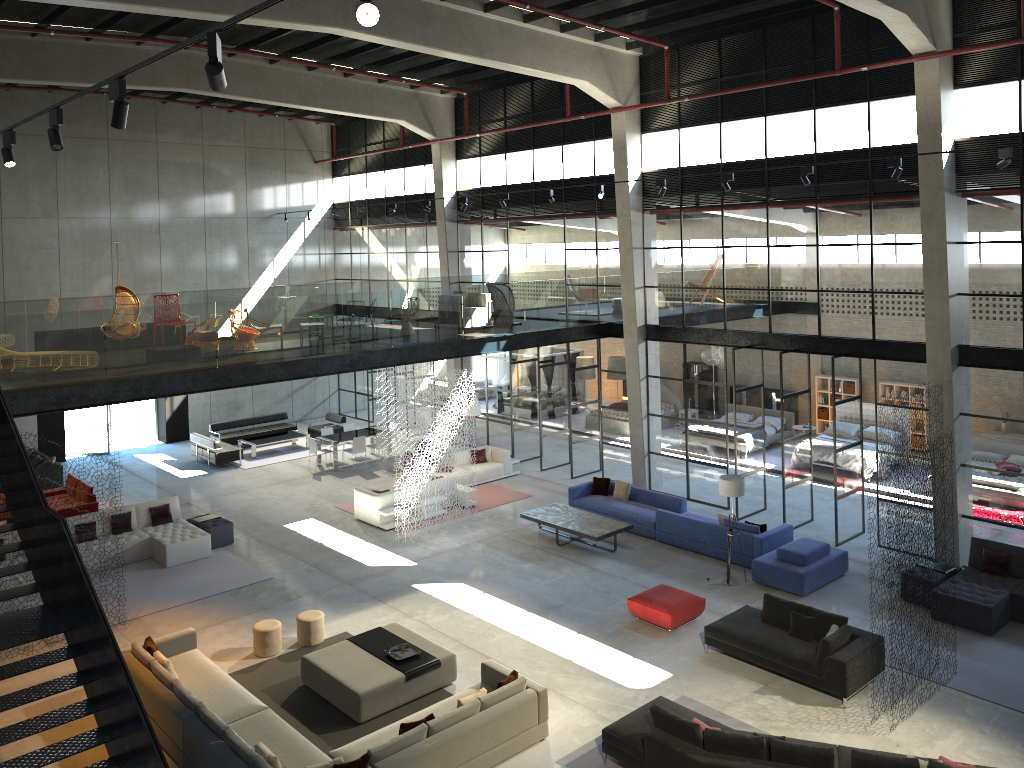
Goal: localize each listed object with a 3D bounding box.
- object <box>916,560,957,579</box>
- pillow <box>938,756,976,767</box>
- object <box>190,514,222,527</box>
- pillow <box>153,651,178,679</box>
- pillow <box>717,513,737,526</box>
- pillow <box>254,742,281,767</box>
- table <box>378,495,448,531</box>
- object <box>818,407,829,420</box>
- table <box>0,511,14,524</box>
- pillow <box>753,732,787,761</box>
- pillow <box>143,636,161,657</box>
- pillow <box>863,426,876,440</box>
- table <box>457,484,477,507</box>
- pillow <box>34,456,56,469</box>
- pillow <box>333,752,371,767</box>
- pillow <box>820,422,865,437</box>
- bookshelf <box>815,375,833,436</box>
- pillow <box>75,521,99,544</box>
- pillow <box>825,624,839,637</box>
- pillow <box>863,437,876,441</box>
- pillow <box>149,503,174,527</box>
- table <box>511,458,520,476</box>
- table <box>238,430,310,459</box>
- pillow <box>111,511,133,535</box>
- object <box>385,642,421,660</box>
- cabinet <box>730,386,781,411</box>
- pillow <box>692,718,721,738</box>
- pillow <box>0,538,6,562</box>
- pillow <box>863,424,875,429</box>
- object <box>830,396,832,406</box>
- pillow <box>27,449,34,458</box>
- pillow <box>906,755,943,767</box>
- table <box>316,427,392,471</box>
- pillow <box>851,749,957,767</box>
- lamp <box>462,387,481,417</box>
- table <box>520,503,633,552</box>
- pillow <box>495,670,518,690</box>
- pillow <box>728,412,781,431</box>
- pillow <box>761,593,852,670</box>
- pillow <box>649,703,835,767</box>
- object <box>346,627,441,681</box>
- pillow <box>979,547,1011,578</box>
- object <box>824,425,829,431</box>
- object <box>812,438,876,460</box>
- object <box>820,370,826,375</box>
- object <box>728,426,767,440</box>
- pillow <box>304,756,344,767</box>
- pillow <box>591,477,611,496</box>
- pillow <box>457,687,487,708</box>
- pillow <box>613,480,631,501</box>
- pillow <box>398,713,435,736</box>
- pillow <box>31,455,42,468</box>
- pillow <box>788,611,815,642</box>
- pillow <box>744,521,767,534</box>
[{"bbox_3d":[6.772,2.958,14.013,0.302,0.099,0.521,-8,11,-36],"label":"object"},{"bbox_3d":[4.315,3.758,8.486,0.337,0.286,0.251,2,6,35],"label":"pillow"},{"bbox_3d":[-6.121,2.729,17.568,0.301,0.099,0.522,6,12,43],"label":"object"},{"bbox_3d":[-4.346,3.586,11.023,0.208,0.380,0.403,-4,5,-43],"label":"pillow"},{"bbox_3d":[3.951,2.573,15.995,0.208,0.380,0.403,-4,5,-41],"label":"pillow"},{"bbox_3d":[-2.443,3.875,8.898,0.208,0.380,0.403,-4,5,-41],"label":"pillow"},{"bbox_3d":[-2.071,2.707,18.455,1.579,0.367,0.301,-9,8,-41],"label":"table"},{"bbox_3d":[9.007,0.851,25.187,0.325,0.296,0.325,-6,7,-42],"label":"object"},{"bbox_3d":[-10.746,2.923,18.329,0.917,0.421,0.914,-8,10,-41],"label":"table"},{"bbox_3d":[2.633,3.719,8.944,0.355,0.319,0.199,0,3,17],"label":"pillow"},{"bbox_3d":[-4.679,3.530,11.458,0.260,0.370,0.401,-3,5,-20],"label":"pillow"},{"bbox_3d":[9.066,1.241,21.537,0.696,0.290,0.983,-8,11,-39],"label":"pillow"},{"bbox_3d":[-1.279,2.476,19.769,0.302,0.367,1.206,-5,9,-41],"label":"table"},{"bbox_3d":[-11.787,2.088,22.066,0.548,0.375,0.644,-4,7,-20],"label":"pillow"},{"bbox_3d":[-1.619,3.885,8.729,0.401,0.370,0.260,-6,5,-38],"label":"pillow"},{"bbox_3d":[8.371,1.189,22.164,0.669,0.372,1.031,-7,10,-38],"label":"pillow"},{"bbox_3d":[9.274,0.687,24.901,0.331,1.752,1.243,-2,3,-42],"label":"bookshelf"},{"bbox_3d":[-7.980,2.791,16.457,0.386,0.333,0.219,-6,5,-39],"label":"pillow"},{"bbox_3d":[4.114,3.308,11.355,0.208,0.314,0.344,0,5,27],"label":"pillow"},{"bbox_3d":[9.129,1.327,21.585,0.720,0.329,0.963,-8,10,-40],"label":"pillow"},{"bbox_3d":[-6.945,2.597,17.378,0.416,0.343,0.236,-7,6,-43],"label":"pillow"},{"bbox_3d":[-0.213,2.062,22.184,0.302,0.367,0.905,-5,8,-41],"label":"table"},{"bbox_3d":[-6.829,1.731,25.224,1.814,0.406,0.904,-9,11,-41],"label":"table"},{"bbox_3d":[-7.507,2.678,16.886,0.408,0.375,0.192,-6,5,-42],"label":"pillow"},{"bbox_3d":[-1.438,3.538,11.573,0.388,0.036,0.388,-9,11,-38],"label":"object"},{"bbox_3d":[7.660,0.732,26.736,0.452,1.153,2.090,-3,6,-42],"label":"cabinet"},{"bbox_3d":[2.063,3.695,9.202,0.342,0.307,0.200,4,6,44],"label":"pillow"},{"bbox_3d":[-9.137,2.963,15.425,0.403,0.381,0.198,-6,5,-42],"label":"pillow"},{"bbox_3d":[8.662,1.159,22.297,0.492,0.321,1.057,-7,10,-41],"label":"pillow"},{"bbox_3d":[9.264,0.478,24.883,0.325,0.296,0.325,-6,7,-42],"label":"object"},{"bbox_3d":[-12.994,1.916,23.377,0.408,0.314,0.344,1,6,20],"label":"pillow"},{"bbox_3d":[4.007,3.762,8.526,0.341,0.299,0.222,1,4,22],"label":"pillow"},{"bbox_3d":[-4.253,1.733,23.690,1.813,0.754,0.904,-9,9,-41],"label":"table"},{"bbox_3d":[3.935,3.772,8.391,1.299,0.409,0.273,1,4,19],"label":"pillow"},{"bbox_3d":[-0.942,0.175,20.340,0.441,1.097,0.440,-3,2,-33],"label":"lamp"},{"bbox_3d":[1.237,2.825,17.071,1.033,0.397,2.072,-9,11,-41],"label":"table"},{"bbox_3d":[-0.096,3.596,10.290,0.259,0.370,0.402,0,6,27],"label":"pillow"},{"bbox_3d":[6.699,1.007,24.600,0.552,0.311,1.936,-8,11,-41],"label":"pillow"},{"bbox_3d":[4.009,3.244,11.695,0.743,0.416,1.598,-3,9,-12],"label":"pillow"},{"bbox_3d":[2.308,3.722,8.981,1.894,0.418,0.438,3,7,28],"label":"pillow"},{"bbox_3d":[-1.610,3.584,11.756,0.539,0.086,1.479,-9,12,-41],"label":"object"},{"bbox_3d":[7.561,2.797,13.735,0.237,0.343,0.415,-4,6,-41],"label":"pillow"},{"bbox_3d":[9.014,1.293,25.166,0.139,0.235,0.140,-2,3,-5],"label":"object"},{"bbox_3d":[7.943,1.745,21.155,0.655,0.655,2.291,-5,9,-38],"label":"object"},{"bbox_3d":[9.007,-0.331,25.350,0.053,0.150,0.234,-3,6,-44],"label":"object"},{"bbox_3d":[5.741,1.319,23.654,0.723,0.245,2.120,-9,11,-41],"label":"object"},{"bbox_3d":[-1.886,3.890,8.718,0.403,0.355,0.264,-4,5,-26],"label":"pillow"},{"bbox_3d":[1.905,2.190,18.758,0.398,0.370,0.261,1,4,27],"label":"pillow"},{"bbox_3d":[-0.475,3.664,9.894,0.404,0.380,0.207,-6,5,-41],"label":"pillow"},{"bbox_3d":[2.301,2.236,18.379,0.208,0.380,0.403,-4,5,-41],"label":"pillow"},{"bbox_3d":[-1.037,3.750,9.457,0.412,0.356,0.269,-5,5,-31],"label":"pillow"},{"bbox_3d":[-12.335,2.036,22.656,0.324,0.310,0.409,-6,7,-39],"label":"pillow"},{"bbox_3d":[3.889,3.251,11.776,0.188,0.306,0.344,-4,6,-44],"label":"pillow"},{"bbox_3d":[4.347,2.628,15.616,0.398,0.370,0.261,1,4,27],"label":"pillow"}]
